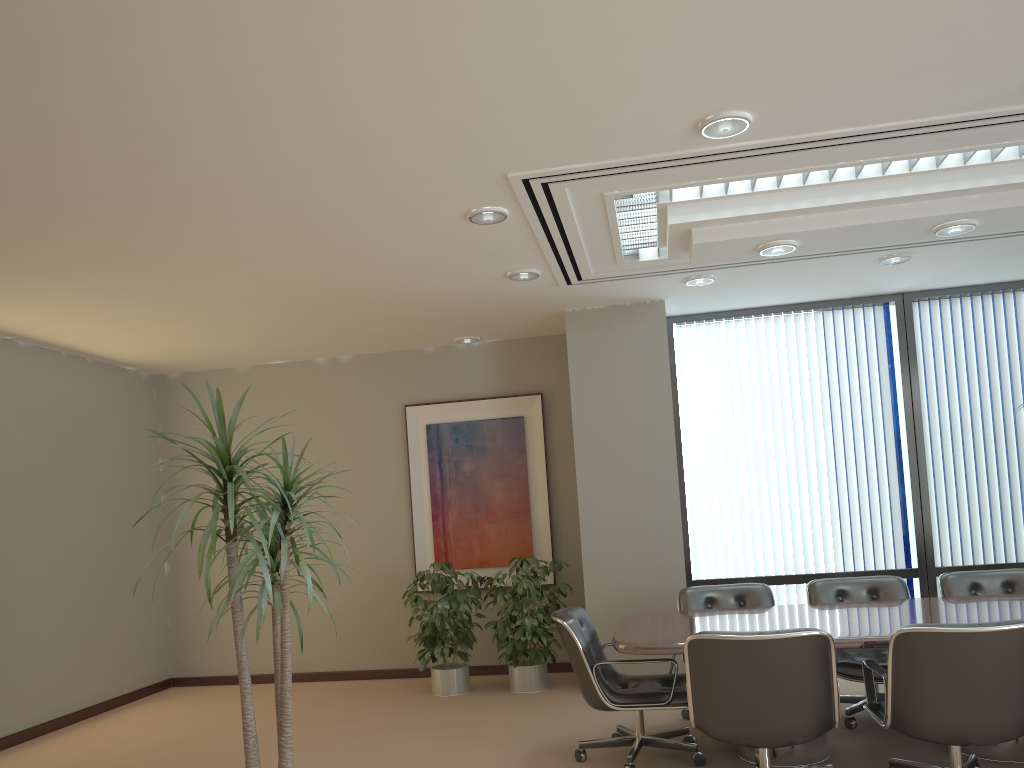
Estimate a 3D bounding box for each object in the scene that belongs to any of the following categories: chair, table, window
[{"bbox_3d":[1.176,1.560,4.214,0.755,0.853,0.862,-5,-6,13],"label":"chair"},{"bbox_3d":[2.622,1.595,4.759,4.073,0.745,1.519,-5,-7,9],"label":"table"},{"bbox_3d":[3.010,1.507,4.707,0.759,0.851,2.548,-5,-8,9],"label":"chair"},{"bbox_3d":[1.474,1.770,5.775,0.759,0.853,0.859,-4,-5,4],"label":"chair"},{"bbox_3d":[2.034,1.473,4.023,0.760,0.853,0.858,-5,-5,9],"label":"chair"},{"bbox_3d":[2.317,1.697,5.673,0.760,0.853,0.858,-5,-5,9],"label":"chair"},{"bbox_3d":[5.044,0.413,5.653,3.528,2.892,7.444,0,-9,-35],"label":"window"},{"bbox_3d":[0.672,1.719,5.058,0.853,0.854,0.764,-5,-5,9],"label":"chair"}]

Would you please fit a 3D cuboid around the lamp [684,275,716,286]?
[{"bbox_3d":[1.354,-0.742,6.361,0.226,0.035,0.226,-8,-9,26],"label":"lamp"}]

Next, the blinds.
[{"bbox_3d":[3.930,0.709,7.192,4.900,2.894,0.032,-5,-3,10],"label":"blinds"}]

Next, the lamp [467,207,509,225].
[{"bbox_3d":[-0.127,-0.888,4.685,0.225,0.035,0.227,-6,-8,13],"label":"lamp"}]

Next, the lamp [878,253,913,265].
[{"bbox_3d":[2.668,-0.864,6.139,0.226,0.035,0.226,-9,-10,33],"label":"lamp"}]

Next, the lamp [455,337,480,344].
[{"bbox_3d":[-0.403,-0.390,7.933,0.226,0.035,0.226,-7,-9,20],"label":"lamp"}]

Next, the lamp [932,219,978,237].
[{"bbox_3d":[2.437,-0.851,4.849,0.226,0.035,0.226,-9,-10,33],"label":"lamp"}]

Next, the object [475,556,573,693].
[{"bbox_3d":[0.110,1.973,7.311,0.741,1.087,0.798,-8,-6,41],"label":"object"}]

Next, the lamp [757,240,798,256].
[{"bbox_3d":[1.508,-0.764,5.006,0.226,0.035,0.226,-8,-9,26],"label":"lamp"}]

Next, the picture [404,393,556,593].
[{"bbox_3d":[-0.298,1.004,8.050,1.297,1.737,0.058,-5,-2,10],"label":"picture"}]

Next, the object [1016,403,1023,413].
[{"bbox_3d":[4.781,0.779,6.130,2.177,2.464,2.094,-7,-6,30],"label":"object"}]

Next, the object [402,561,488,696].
[{"bbox_3d":[-0.524,2.023,7.353,0.735,1.087,0.805,-3,-5,-9],"label":"object"}]

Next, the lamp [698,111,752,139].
[{"bbox_3d":[0.907,-1.096,3.753,0.225,0.035,0.227,-4,-8,-1],"label":"lamp"}]

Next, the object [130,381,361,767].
[{"bbox_3d":[-1.004,0.916,3.459,0.816,1.822,0.812,-3,-3,-15],"label":"object"}]

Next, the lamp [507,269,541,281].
[{"bbox_3d":[0.080,-0.723,5.897,0.226,0.035,0.226,-8,-9,26],"label":"lamp"}]
